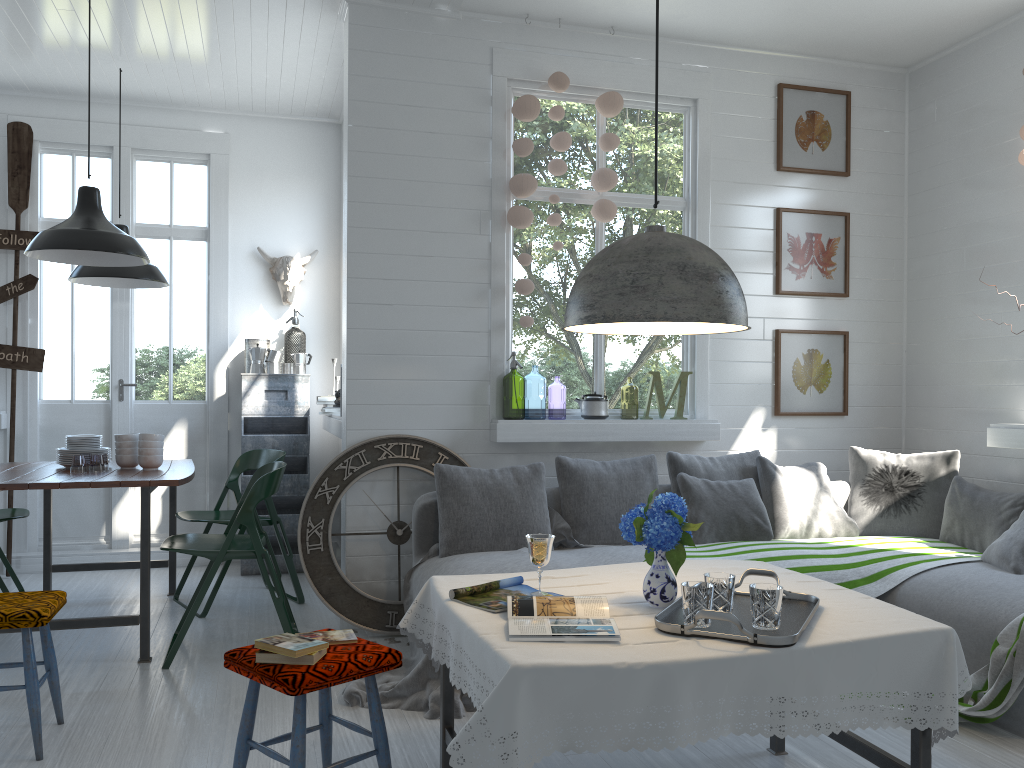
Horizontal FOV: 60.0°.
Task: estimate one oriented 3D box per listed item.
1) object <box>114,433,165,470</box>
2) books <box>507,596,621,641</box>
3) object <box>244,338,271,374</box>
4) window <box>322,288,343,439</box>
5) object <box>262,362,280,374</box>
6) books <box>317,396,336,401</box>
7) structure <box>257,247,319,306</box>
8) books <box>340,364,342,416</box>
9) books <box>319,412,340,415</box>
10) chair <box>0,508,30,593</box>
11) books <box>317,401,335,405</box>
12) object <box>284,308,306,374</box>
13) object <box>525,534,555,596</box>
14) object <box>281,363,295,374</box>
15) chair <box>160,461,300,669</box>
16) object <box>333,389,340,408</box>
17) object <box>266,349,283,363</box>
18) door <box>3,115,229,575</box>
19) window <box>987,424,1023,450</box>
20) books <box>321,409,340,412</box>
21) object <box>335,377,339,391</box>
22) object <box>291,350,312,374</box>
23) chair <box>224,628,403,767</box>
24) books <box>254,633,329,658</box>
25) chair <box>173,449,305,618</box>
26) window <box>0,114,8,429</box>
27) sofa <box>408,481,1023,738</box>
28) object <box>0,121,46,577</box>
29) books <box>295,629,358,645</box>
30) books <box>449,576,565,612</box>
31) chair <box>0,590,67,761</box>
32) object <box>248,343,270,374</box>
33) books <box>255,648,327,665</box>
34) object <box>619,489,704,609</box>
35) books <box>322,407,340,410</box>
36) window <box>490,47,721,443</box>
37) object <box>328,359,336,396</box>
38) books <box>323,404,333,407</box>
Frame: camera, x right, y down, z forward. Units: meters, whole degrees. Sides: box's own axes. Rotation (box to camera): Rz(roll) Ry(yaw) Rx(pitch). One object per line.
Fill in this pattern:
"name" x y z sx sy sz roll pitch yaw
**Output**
"object" -2.207 0.396 5.250 0.309 0.216 0.149 0 0 17
"books" 0.138 0.666 2.585 0.300 0.049 0.422 0 -1 -1
"object" -2.054 -0.217 7.159 0.205 0.290 0.205 0 0 -14
"window" -1.140 -0.846 6.276 0.254 2.398 1.872 0 0 -16
"object" -1.882 -0.123 6.965 0.129 0.096 0.108 0 0 14
"books" -1.384 0.113 6.847 0.236 0.035 0.296 1 -1 -14
"structure" -1.838 -0.884 7.271 0.491 0.471 0.189 0 0 -13
"books" -1.042 0.045 5.909 0.194 0.351 0.065 0 0 -16
"books" -1.273 0.212 6.516 0.232 0.017 0.313 0 -1 -1
"chair" -3.473 0.930 5.618 0.730 1.006 0.651 0 0 -26
"books" -1.356 0.142 6.843 0.262 0.028 0.320 0 -1 -6
"object" -1.775 -0.345 7.256 0.172 0.552 0.172 0 0 9
"object" 0.091 0.589 2.885 0.098 0.192 0.098 0 0 4
"object" -1.780 -0.121 7.070 0.129 0.096 0.108 0 0 34
"chair" -1.495 0.934 4.764 0.730 1.006 0.651 0 0 -16
"object" -1.238 0.101 6.555 0.171 0.146 0.203 0 0 -12
"object" -1.861 -0.213 6.966 0.129 0.126 0.108 0 0 -24
"door" -3.073 -0.303 6.965 1.610 3.481 0.254 0 0 -16
"window" 3.165 -0.837 4.510 0.378 2.398 1.482 0 0 -16
"books" -1.273 0.195 6.521 0.232 0.017 0.307 1 -1 -18
"object" -1.397 0.083 7.089 0.095 0.289 0.095 0 0 2
"object" -1.669 -0.169 7.007 0.102 0.196 0.162 0 0 33
"chair" -0.637 1.129 2.838 0.419 0.563 0.419 0 0 44
"books" -0.680 0.801 2.731 0.189 0.022 0.133 0 -1 35
"chair" -1.802 0.944 5.828 0.730 1.006 0.651 0 0 -36
"window" -4.556 -0.867 6.538 1.482 2.398 0.254 0 0 -16
"sofa" 1.491 1.037 3.830 3.394 0.899 3.407 1 -1 -16
"object" -3.713 -0.294 6.649 0.413 3.421 0.361 0 0 17
"books" -0.615 0.839 2.930 0.189 0.012 0.133 1 -1 -18
"books" -0.015 0.675 2.855 0.300 0.043 0.229 1 -1 -42
"chair" -1.992 1.126 3.435 0.419 0.563 0.419 0 0 -16
"object" -1.989 -0.195 6.992 0.205 0.249 0.130 0 0 -25
"books" -0.678 0.827 2.728 0.182 0.030 0.128 0 -1 6
"object" 0.469 0.516 2.817 0.236 0.377 0.265 0 0 -14
"books" -1.264 0.179 6.521 0.250 0.014 0.311 1 -1 -10
"window" 0.594 -0.842 5.576 1.482 2.398 0.254 0 0 -16
"object" -1.390 -0.053 6.932 0.095 0.289 0.095 0 0 2
"books" -1.326 0.171 6.863 0.236 0.028 0.299 1 -1 -18
